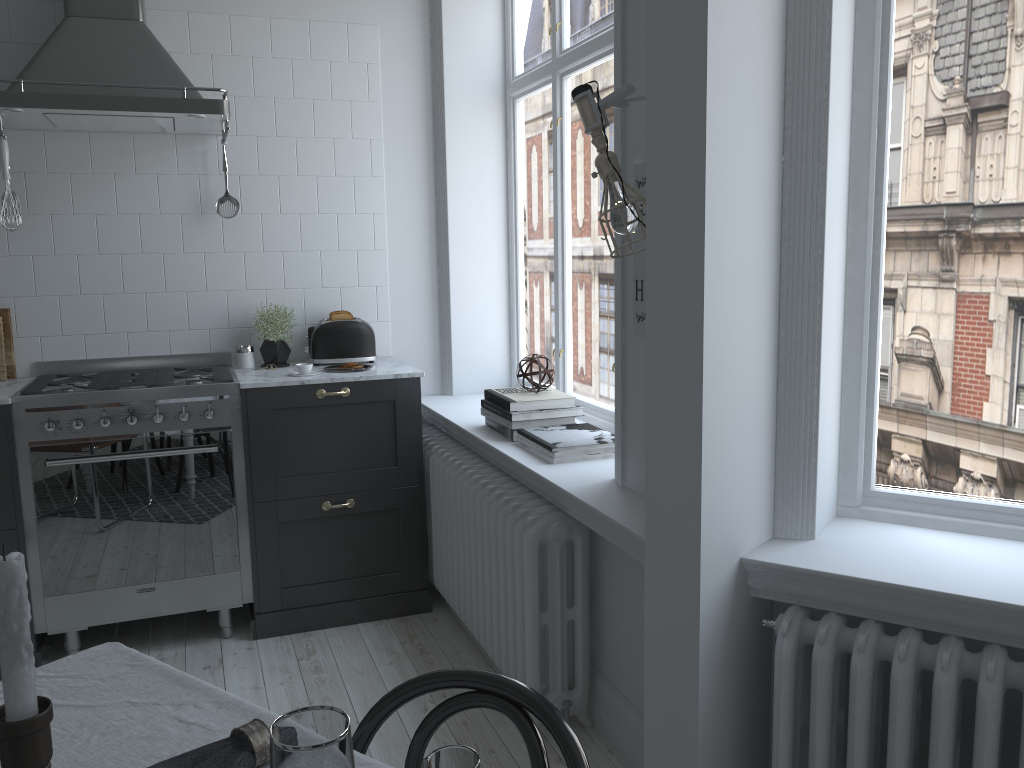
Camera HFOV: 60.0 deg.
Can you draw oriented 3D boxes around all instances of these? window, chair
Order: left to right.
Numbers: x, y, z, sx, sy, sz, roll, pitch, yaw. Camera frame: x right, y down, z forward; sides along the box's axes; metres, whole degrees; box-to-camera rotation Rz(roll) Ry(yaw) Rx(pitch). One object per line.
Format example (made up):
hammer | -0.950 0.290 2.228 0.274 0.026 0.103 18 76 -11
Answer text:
chair | -0.158 0.904 1.122 0.463 0.909 0.564 4 10 33
window | 0.301 -0.858 3.417 0.061 2.080 1.716 -4 9 -20
window | 1.697 -0.611 1.566 2.079 2.080 0.061 4 10 32

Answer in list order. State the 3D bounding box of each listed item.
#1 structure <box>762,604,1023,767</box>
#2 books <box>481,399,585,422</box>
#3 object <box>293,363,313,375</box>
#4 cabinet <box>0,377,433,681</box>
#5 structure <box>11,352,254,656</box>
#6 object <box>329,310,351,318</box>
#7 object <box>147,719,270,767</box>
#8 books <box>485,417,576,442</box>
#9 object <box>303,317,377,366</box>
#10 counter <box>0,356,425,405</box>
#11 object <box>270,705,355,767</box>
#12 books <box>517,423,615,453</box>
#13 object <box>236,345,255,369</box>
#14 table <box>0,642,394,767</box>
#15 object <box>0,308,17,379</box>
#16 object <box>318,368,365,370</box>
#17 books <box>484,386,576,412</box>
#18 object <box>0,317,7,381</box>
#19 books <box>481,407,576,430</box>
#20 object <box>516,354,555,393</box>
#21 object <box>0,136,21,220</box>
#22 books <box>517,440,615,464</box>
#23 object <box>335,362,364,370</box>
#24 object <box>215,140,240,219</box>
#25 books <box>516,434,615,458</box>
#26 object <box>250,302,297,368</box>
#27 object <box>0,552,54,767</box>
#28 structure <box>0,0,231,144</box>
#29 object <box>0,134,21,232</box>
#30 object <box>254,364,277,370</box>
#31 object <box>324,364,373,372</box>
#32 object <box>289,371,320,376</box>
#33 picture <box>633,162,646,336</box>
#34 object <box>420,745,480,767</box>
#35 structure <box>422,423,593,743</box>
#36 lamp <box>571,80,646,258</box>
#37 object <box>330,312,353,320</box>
structure | 1.286 0.909 1.591 1.710 0.753 0.245 4 10 33
books | 0.072 0.089 3.379 0.287 0.031 0.351 -4 9 -20
object | -0.847 -0.060 3.612 0.072 0.040 0.070 -5 9 -28
cabinet | -2.282 0.562 3.335 3.897 1.012 0.646 -4 9 -20
structure | -1.500 0.465 3.608 0.779 1.096 0.651 -4 9 -20
object | -0.776 -0.278 4.018 0.107 0.110 0.010 -3 9 -15
object | -0.409 0.486 1.133 0.165 0.061 0.247 2 9 19
books | 0.071 0.157 3.388 0.259 0.044 0.351 -4 9 -18
object | -0.775 -0.198 3.991 0.326 0.207 0.219 -3 9 -15
counter | -2.296 0.050 3.269 3.902 0.020 0.624 -4 9 -20
object | -0.196 0.441 0.886 0.083 0.215 0.083 -3 9 -15
books | 0.202 0.181 3.044 0.274 0.016 0.341 -4 9 -18
object | -1.163 -0.117 3.872 0.072 0.095 0.072 3 9 25
table | -0.215 1.008 0.625 2.179 0.842 1.210 5 10 36
object | -2.240 -0.152 3.578 0.400 0.290 0.030 -4 9 -20
object | -0.714 -0.064 3.703 0.209 0.008 0.018 1 9 15
books | 0.064 0.054 3.384 0.259 0.038 0.325 -4 9 -18
object | -2.224 -0.130 3.527 0.360 0.261 0.053 -4 9 -20
books | 0.058 0.119 3.390 0.259 0.031 0.328 -4 9 -22
object | 0.091 -0.041 3.393 0.147 0.148 0.147 -6 10 -29
object | -1.994 -0.817 3.504 0.066 0.332 0.024 -3 9 -15
books | 0.194 0.218 3.043 0.254 0.019 0.343 -4 9 -20
object | -0.687 -0.077 3.749 0.119 0.031 0.074 1 9 13
object | -1.217 -0.871 3.774 0.101 0.331 0.030 -2 9 -9
books | 0.193 0.199 3.046 0.254 0.019 0.337 -4 9 -22
object | -1.041 -0.217 3.888 0.210 0.283 0.220 -2 8 -7
object | -0.407 0.353 0.751 0.089 0.432 0.089 -1 8 3
structure | -1.549 -1.500 3.355 0.843 1.079 0.567 -4 9 -20
object | -1.980 -0.789 3.478 0.074 0.381 0.076 -8 11 -39
object | -1.064 -0.073 3.819 0.091 0.018 0.062 -5 9 -22
object | -0.693 -0.066 3.751 0.209 0.011 0.209 2 9 18
object | -0.845 -0.041 3.615 0.126 0.008 0.126 0 8 7
picture | 0.385 -0.343 2.272 0.003 0.457 0.311 -4 9 -20
object | -0.034 0.412 0.590 0.152 0.352 0.152 4 10 30
structure | -0.118 0.660 3.449 0.245 0.753 1.673 -4 9 -20
lamp | 0.275 -0.193 2.026 0.312 0.977 0.131 7 12 44
object | -0.756 -0.263 3.945 0.107 0.110 0.010 -3 9 -15
